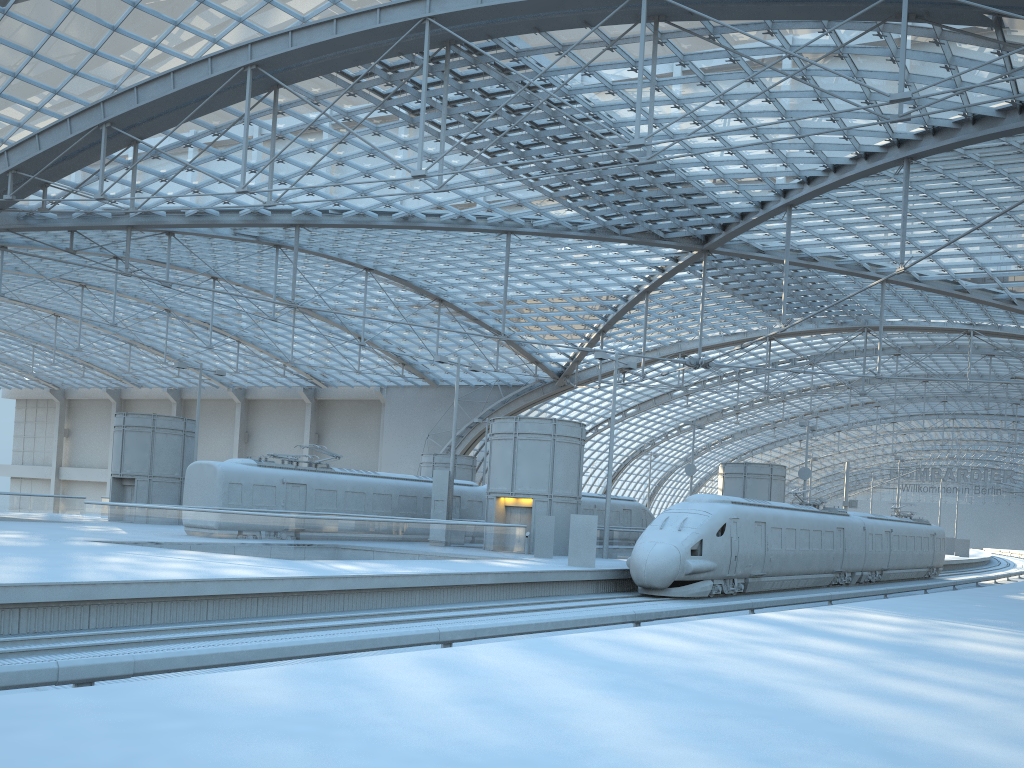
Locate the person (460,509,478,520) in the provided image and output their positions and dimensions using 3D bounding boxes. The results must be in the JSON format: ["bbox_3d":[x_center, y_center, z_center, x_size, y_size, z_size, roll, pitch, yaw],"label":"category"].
[{"bbox_3d":[-2.031,6.744,41.288,0.826,1.730,0.001,3,-1,11],"label":"person"}]

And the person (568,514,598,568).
[{"bbox_3d":[2.281,5.030,28.067,0.874,1.703,0.001,3,-1,11],"label":"person"}]

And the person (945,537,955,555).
[{"bbox_3d":[44.587,16.549,89.633,0.898,1.796,0.001,2,-1,32],"label":"person"}]

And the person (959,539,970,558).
[{"bbox_3d":[42.127,15.320,81.775,0.825,1.729,0.001,2,-2,37],"label":"person"}]

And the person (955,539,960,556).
[{"bbox_3d":[43.480,15.892,85.195,0.873,1.703,0.001,2,-2,37],"label":"person"}]

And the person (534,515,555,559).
[{"bbox_3d":[1.213,5.667,32.479,0.709,1.610,0.001,3,-1,16],"label":"person"}]
